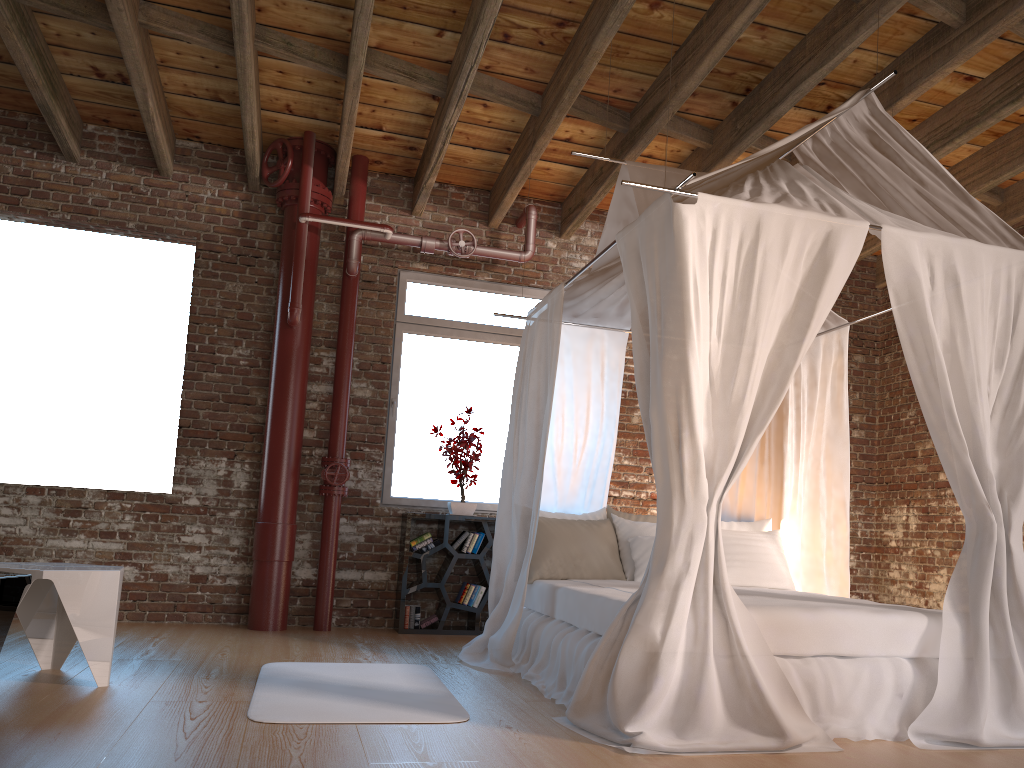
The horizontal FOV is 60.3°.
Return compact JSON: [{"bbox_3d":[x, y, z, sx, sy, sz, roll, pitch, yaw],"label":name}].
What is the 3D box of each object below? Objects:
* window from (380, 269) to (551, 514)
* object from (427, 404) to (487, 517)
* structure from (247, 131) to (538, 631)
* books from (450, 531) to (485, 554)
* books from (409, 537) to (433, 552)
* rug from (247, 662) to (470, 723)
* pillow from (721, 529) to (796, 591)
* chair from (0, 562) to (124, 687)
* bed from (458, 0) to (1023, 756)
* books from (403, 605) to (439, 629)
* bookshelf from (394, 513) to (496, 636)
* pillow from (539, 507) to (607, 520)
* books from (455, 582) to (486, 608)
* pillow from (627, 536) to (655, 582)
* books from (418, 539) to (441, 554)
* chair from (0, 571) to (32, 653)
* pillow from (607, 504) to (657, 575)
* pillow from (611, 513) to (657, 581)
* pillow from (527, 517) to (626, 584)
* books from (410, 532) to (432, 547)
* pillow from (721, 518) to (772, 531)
[{"bbox_3d":[-0.320,0.080,6.804,1.349,1.835,0.168,5,-5,-16],"label":"window"},{"bbox_3d":[-0.396,0.549,6.479,0.418,0.834,0.397,6,-6,-19],"label":"object"},{"bbox_3d":[-0.873,0.014,6.257,2.006,3.439,0.578,5,-5,-16],"label":"structure"},{"bbox_3d":[-0.327,1.148,6.401,0.244,0.164,0.134,6,-7,-15],"label":"books"},{"bbox_3d":[-0.650,1.148,6.305,0.154,0.108,0.135,5,-8,-15],"label":"books"},{"bbox_3d":[-0.713,1.371,3.986,0.862,0.007,1.444,5,-10,-13],"label":"rug"},{"bbox_3d":[1.497,1.112,5.612,0.630,0.429,0.294,5,-7,-15],"label":"pillow"},{"bbox_3d":[-1.996,1.030,3.794,0.523,0.486,0.636,-3,-10,39],"label":"chair"},{"bbox_3d":[1.211,-0.327,4.744,2.504,3.854,2.682,5,-7,-15],"label":"bed"},{"bbox_3d":[-0.648,1.658,6.271,0.250,0.159,0.134,6,-7,-15],"label":"books"},{"bbox_3d":[-0.391,1.388,6.438,0.858,0.839,0.294,5,-6,-16],"label":"bookshelf"},{"bbox_3d":[0.317,0.987,5.464,0.634,0.489,0.200,6,-6,-15],"label":"pillow"},{"bbox_3d":[-0.300,1.526,6.383,0.204,0.179,0.134,5,-7,-15],"label":"books"},{"bbox_3d":[0.887,1.046,5.248,0.384,0.289,0.217,4,-7,-7],"label":"pillow"},{"bbox_3d":[-0.595,1.166,6.320,0.157,0.113,0.134,5,-8,-15],"label":"books"},{"bbox_3d":[-2.058,0.905,3.077,0.603,0.486,0.551,-1,-9,29],"label":"chair"},{"bbox_3d":[0.876,1.031,5.636,0.634,0.491,0.209,6,-6,-16],"label":"pillow"},{"bbox_3d":[0.929,1.016,5.442,0.614,0.400,0.350,6,-7,-18],"label":"pillow"},{"bbox_3d":[0.362,0.993,5.273,0.616,0.411,0.359,6,-7,-18],"label":"pillow"},{"bbox_3d":[-0.660,1.111,6.304,0.154,0.108,0.135,5,-8,-15],"label":"books"},{"bbox_3d":[1.452,1.097,5.803,0.633,0.495,0.208,6,-6,-16],"label":"pillow"}]
